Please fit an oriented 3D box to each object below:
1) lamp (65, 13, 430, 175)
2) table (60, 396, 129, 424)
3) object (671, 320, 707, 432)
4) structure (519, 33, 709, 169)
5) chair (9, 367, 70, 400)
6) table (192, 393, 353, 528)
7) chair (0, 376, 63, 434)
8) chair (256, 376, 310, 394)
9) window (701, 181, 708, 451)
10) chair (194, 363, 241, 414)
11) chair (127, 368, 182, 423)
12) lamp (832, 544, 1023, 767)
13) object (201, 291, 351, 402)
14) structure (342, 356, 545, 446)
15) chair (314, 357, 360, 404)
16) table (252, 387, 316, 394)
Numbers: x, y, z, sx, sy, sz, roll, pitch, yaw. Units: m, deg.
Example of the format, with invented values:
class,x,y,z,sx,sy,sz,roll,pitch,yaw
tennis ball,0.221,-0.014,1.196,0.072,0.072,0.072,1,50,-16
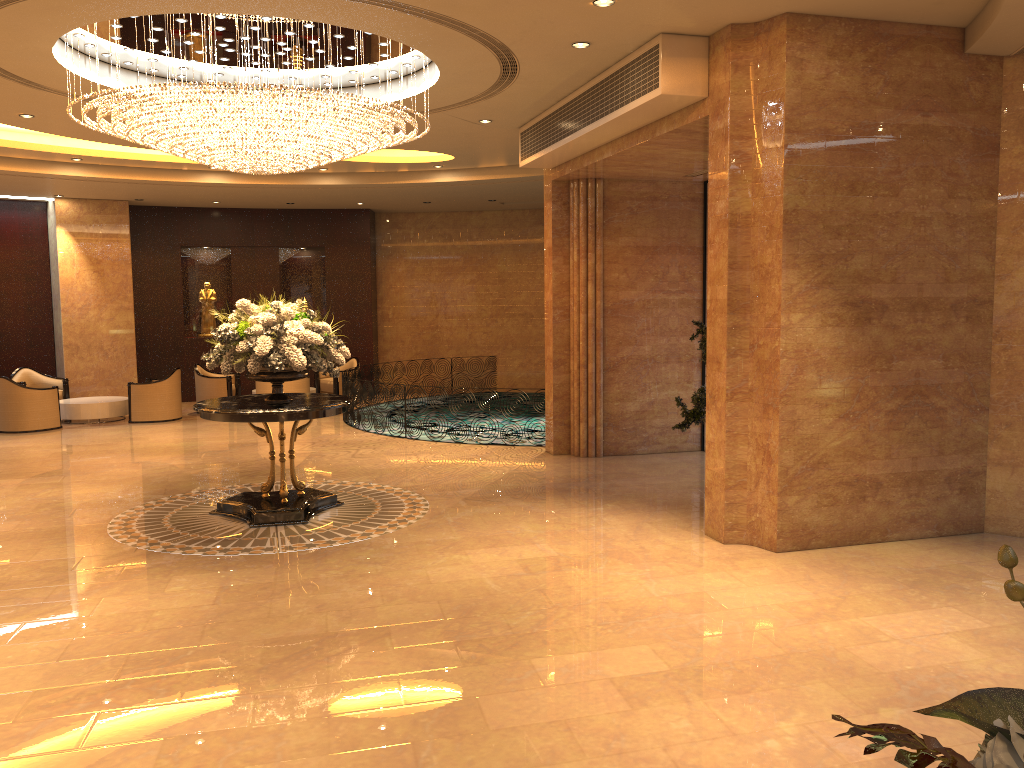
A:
class,x,y,z,sx,sy,sz,roll,pitch,yaw
lamp,-2.378,-2.571,8.290,3.206,1.196,3.204,2,6,21
table,-7.384,0.457,15.650,1.196,0.354,1.196,0,6,11
object,2.276,-0.007,8.884,1.250,2.363,0.843,-4,7,-35
structure,0.855,-2.787,9.217,0.425,0.483,4.113,-2,6,-16
chair,-8.573,0.157,15.976,0.769,0.916,0.951,3,7,34
table,-2.292,0.701,8.618,1.493,1.089,1.493,-3,6,-22
chair,-7.964,0.298,14.423,0.951,0.916,0.769,1,6,19
chair,-4.067,0.126,15.826,0.951,0.916,0.769,-3,6,-21
window,3.013,-0.701,10.015,0.047,3.571,3.515,-2,6,-16
chair,-5.536,0.064,16.629,0.769,0.916,0.951,-1,5,-6
chair,-6.209,0.172,15.558,0.769,0.916,0.951,-1,5,-1
lamp,0.578,0.600,0.748,0.577,0.925,0.542,-2,6,-14
object,-2.275,-0.335,8.496,1.277,0.999,1.318,1,6,15
structure,-1.127,0.212,16.152,3.815,0.995,7.624,0,5,3
chair,-3.456,-0.070,17.819,0.769,0.916,0.951,-5,7,-40
table,-4.397,0.285,17.143,1.196,0.354,1.196,1,6,12
